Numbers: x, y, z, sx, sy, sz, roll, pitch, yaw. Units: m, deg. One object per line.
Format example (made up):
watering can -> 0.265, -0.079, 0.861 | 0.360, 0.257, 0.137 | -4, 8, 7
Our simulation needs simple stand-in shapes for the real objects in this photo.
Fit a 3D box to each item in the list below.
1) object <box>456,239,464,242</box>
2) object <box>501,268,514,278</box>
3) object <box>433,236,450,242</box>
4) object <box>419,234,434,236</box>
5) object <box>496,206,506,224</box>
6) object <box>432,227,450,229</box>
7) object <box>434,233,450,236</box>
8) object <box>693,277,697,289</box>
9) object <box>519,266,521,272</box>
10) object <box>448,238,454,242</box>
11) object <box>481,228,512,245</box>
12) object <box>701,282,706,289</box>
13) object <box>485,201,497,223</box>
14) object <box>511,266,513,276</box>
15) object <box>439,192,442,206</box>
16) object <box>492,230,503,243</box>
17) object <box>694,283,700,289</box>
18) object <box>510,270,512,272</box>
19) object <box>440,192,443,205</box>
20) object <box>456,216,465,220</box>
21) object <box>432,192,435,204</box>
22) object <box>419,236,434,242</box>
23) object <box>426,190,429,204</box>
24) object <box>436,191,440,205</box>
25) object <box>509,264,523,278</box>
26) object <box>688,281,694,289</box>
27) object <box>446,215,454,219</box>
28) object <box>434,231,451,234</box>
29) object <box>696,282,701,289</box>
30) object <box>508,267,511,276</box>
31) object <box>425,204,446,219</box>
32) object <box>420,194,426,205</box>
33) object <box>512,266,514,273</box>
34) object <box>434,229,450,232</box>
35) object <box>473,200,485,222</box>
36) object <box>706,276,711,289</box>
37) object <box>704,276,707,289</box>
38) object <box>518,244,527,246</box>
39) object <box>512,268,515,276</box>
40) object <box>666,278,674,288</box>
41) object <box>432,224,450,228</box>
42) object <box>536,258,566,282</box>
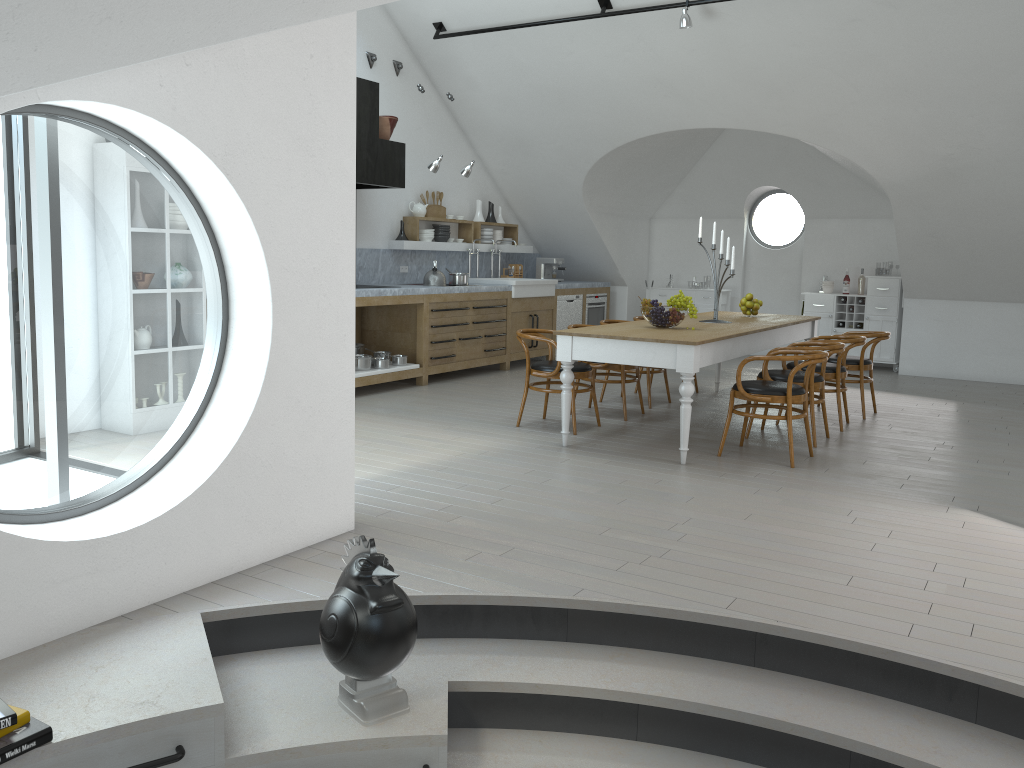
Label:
object -> -0.621, -1.697, 10.520 | 0.098, 0.048, 0.099 | 6, 9, 29
object -> -0.059, -1.404, 11.385 | 0.100, 0.171, 0.173 | 6, 9, 33
object -> -0.813, -1.660, 10.166 | 0.206, 0.072, 0.206 | 4, 9, 19
object -> -0.962, -1.647, 9.923 | 0.181, 0.065, 0.182 | -2, 9, -21
object -> -0.152, -2.140, 11.230 | 0.156, 0.218, 0.156 | 3, 7, 13
object -> -0.810, -1.761, 10.161 | 0.205, 0.083, 0.206 | -3, 9, -31
object -> -0.813, -1.686, 10.163 | 0.205, 0.086, 0.206 | -2, 9, -21
object -> 2.484, -1.377, 12.066 | 0.048, 0.169, 0.048 | 4, 7, 19
object -> 0.100, -1.447, 11.586 | 0.040, 0.192, 0.042 | 0, 7, -8
object -> -0.722, -1.676, 10.357 | 0.098, 0.048, 0.099 | 6, 9, 29
object -> -0.212, -1.845, 11.129 | 0.198, 0.195, 0.658 | 6, 9, 31
object -> 2.588, -1.329, 11.998 | 0.071, 0.098, 0.071 | -4, 9, -35
object -> -0.261, -2.139, 11.032 | 0.156, 0.267, 0.156 | 6, 9, 35
object -> -0.006, -1.421, 11.408 | 0.023, 0.195, 0.018 | 5, 7, 26
object -> -0.815, -2.055, 10.193 | 0.030, 0.293, 0.058 | 5, 8, 31
object -> -0.191, -1.845, 11.117 | 0.158, 0.159, 0.154 | -3, 9, -30
object -> 2.506, -1.326, 12.009 | 0.077, 0.085, 0.077 | 4, 8, 19
object -> -0.014, -1.408, 11.384 | 0.019, 0.178, 0.044 | 1, 7, -4
object -> -0.819, -2.049, 10.153 | 0.039, 0.297, 0.068 | 5, 8, 31
object -> -0.611, -1.963, 10.495 | 0.098, 0.048, 0.099 | 6, 9, 29
object -> -0.885, -2.041, 10.078 | 0.040, 0.298, 0.061 | 5, 8, 29
object -> -0.962, -1.625, 9.927 | 0.181, 0.063, 0.181 | -4, 10, -36
object -> -0.948, -2.028, 9.977 | 0.028, 0.298, 0.055 | 5, 8, 31
object -> -0.850, -2.042, 10.097 | 0.019, 0.298, 0.057 | 5, 8, 31
object -> 0.049, -1.455, 11.576 | 0.104, 0.222, 0.200 | 6, 8, 31
object -> 2.420, -1.340, 12.018 | 0.082, 0.105, 0.082 | 9, 10, 44
object -> -0.723, -1.940, 10.314 | 0.098, 0.048, 0.099 | 6, 9, 29
object -> -0.806, -1.713, 10.159 | 0.205, 0.086, 0.206 | -1, 8, -16
object -> 2.557, -1.340, 12.084 | 0.094, 0.093, 0.094 | 4, 8, 19
object -> -0.032, -1.427, 11.424 | 0.040, 0.192, 0.042 | -1, 7, -21
object -> -0.879, -1.961, 10.082 | 0.084, 0.157, 0.354 | 6, 9, 31
object -> -0.965, -2.007, 9.947 | 0.016, 0.258, 0.199 | 7, 9, 41
object -> 0.010, -1.422, 11.399 | 0.040, 0.192, 0.042 | -1, 7, -22
object -> -0.810, -1.736, 10.159 | 0.206, 0.072, 0.206 | 4, 9, 19
object -> -0.402, -2.110, 10.811 | 0.156, 0.267, 0.156 | 4, 7, 20
object -> 2.662, -1.371, 11.995 | 0.063, 0.186, 0.063 | 3, 7, 17
object -> 2.630, -1.376, 12.050 | 0.054, 0.178, 0.054 | 2, 7, 9
object -> 0.089, -1.823, 11.650 | 0.213, 0.025, 0.214 | 4, 9, 19
object -> 0.010, -1.412, 11.414 | 0.044, 0.178, 0.020 | 3, 7, 16
object -> 2.214, -1.415, 12.416 | 0.101, 0.137, 0.067 | 6, 8, 31
object -> -0.813, -1.789, 10.157 | 0.206, 0.080, 0.206 | 7, 10, 34
object -> 0.560, -1.516, 11.796 | 0.387, 0.319, 0.325 | 6, 9, 31
